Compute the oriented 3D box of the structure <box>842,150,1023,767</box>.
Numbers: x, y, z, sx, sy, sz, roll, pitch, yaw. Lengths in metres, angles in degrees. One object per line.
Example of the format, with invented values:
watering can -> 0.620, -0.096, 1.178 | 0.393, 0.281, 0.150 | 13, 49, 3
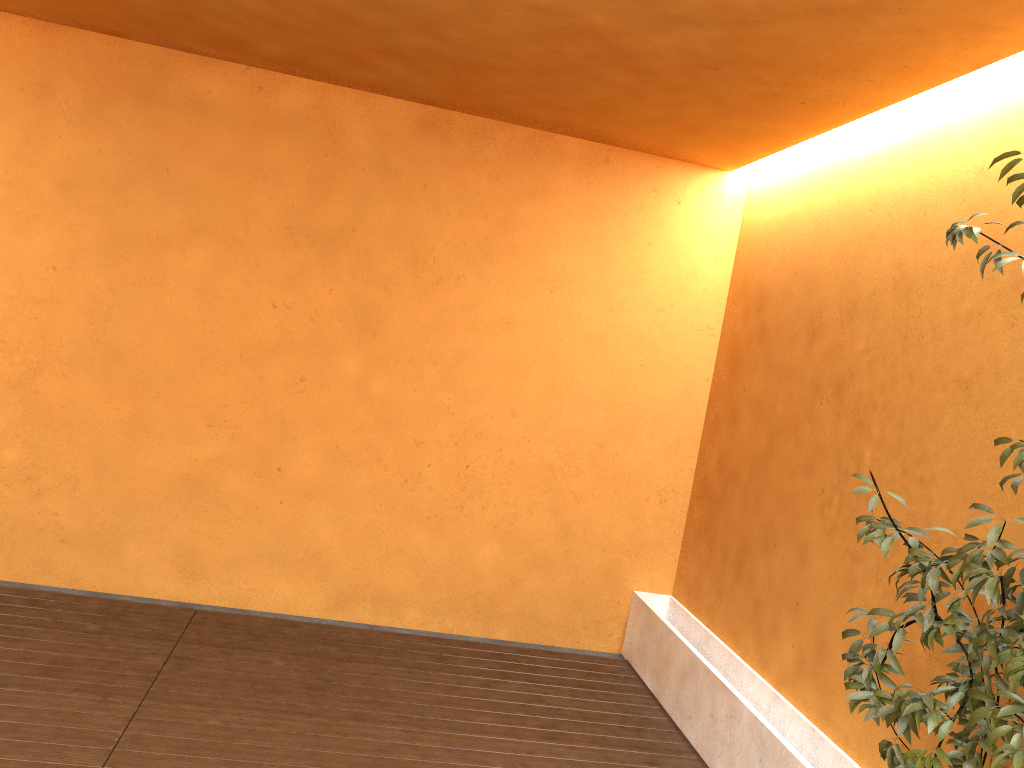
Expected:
structure -> 1.539, 0.444, 1.360 | 0.622, 2.483, 3.166 | 10, 2, -11
